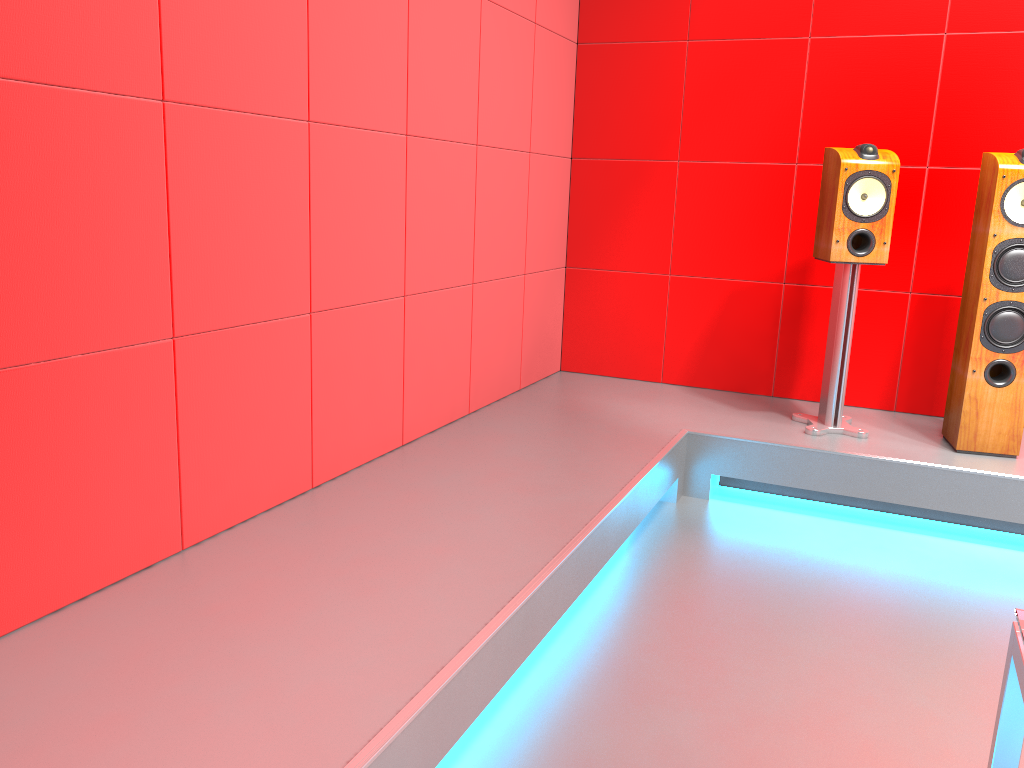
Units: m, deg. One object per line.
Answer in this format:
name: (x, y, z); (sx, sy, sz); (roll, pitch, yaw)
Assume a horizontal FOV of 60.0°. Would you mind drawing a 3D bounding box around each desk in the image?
desk: (1.091, 0.712, 0.472); (1.617, 0.690, 0.594); (7, 13, 23)

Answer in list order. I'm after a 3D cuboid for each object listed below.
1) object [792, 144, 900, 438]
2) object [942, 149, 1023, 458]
object: (1.242, -0.347, 3.307); (0.231, 1.058, 0.265); (3, 12, 3)
object: (1.715, -0.282, 3.110); (0.203, 1.052, 0.238); (5, 13, 13)
